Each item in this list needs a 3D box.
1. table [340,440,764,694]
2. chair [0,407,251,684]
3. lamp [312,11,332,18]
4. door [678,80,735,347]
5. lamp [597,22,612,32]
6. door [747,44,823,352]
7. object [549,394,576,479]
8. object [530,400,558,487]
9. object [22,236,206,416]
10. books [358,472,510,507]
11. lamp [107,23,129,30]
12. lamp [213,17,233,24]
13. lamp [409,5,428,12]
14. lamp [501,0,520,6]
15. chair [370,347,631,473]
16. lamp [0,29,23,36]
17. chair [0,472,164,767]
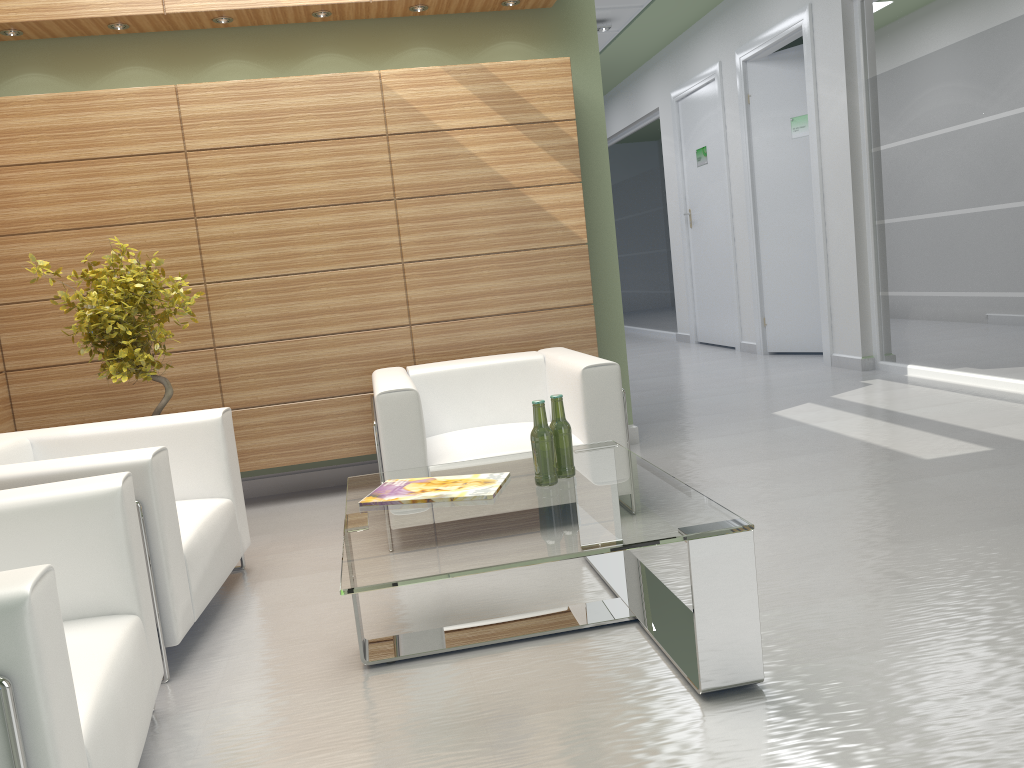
[{"bbox_3d":[0.031,0.969,4.819,1.783,0.742,2.197,-7,7,-9],"label":"table"},{"bbox_3d":[-2.725,0.959,5.497,1.769,1.234,1.894,-7,7,-4],"label":"chair"},{"bbox_3d":[-1.768,-3.459,8.232,0.181,0.074,0.181,-8,7,-14],"label":"lamp"},{"bbox_3d":[3.910,-3.318,17.918,0.250,5.083,2.089,-7,7,-9],"label":"door"},{"bbox_3d":[1.497,-6.643,16.468,0.657,0.159,0.286,-7,7,-9],"label":"lamp"},{"bbox_3d":[5.019,-3.056,14.865,0.134,5.083,2.089,-12,9,-39],"label":"door"},{"bbox_3d":[0.276,0.297,5.045,0.131,0.475,0.131,-13,10,-44],"label":"object"},{"bbox_3d":[0.169,0.325,4.906,0.131,0.475,0.131,-13,10,-44],"label":"object"},{"bbox_3d":[-3.028,0.118,7.022,1.201,2.565,1.116,-12,9,-40],"label":"object"},{"bbox_3d":[-0.428,0.599,5.059,0.762,0.025,0.508,-5,7,11],"label":"books"},{"bbox_3d":[-3.534,-3.234,7.955,0.181,0.074,0.181,-8,7,-14],"label":"lamp"},{"bbox_3d":[-2.642,-3.347,8.095,0.181,0.074,0.181,0,9,41],"label":"lamp"},{"bbox_3d":[-0.883,-3.571,8.370,0.181,0.074,0.181,0,9,41],"label":"lamp"},{"bbox_3d":[-0.015,-3.682,8.506,0.181,0.074,0.181,-8,7,-14],"label":"lamp"},{"bbox_3d":[-0.167,0.452,7.348,1.894,1.234,1.802,-7,7,-9],"label":"chair"},{"bbox_3d":[-4.414,-3.121,7.817,0.181,0.074,0.181,-8,7,-14],"label":"lamp"},{"bbox_3d":[-2.353,1.204,3.215,1.802,1.234,1.894,-8,7,-14],"label":"chair"}]
